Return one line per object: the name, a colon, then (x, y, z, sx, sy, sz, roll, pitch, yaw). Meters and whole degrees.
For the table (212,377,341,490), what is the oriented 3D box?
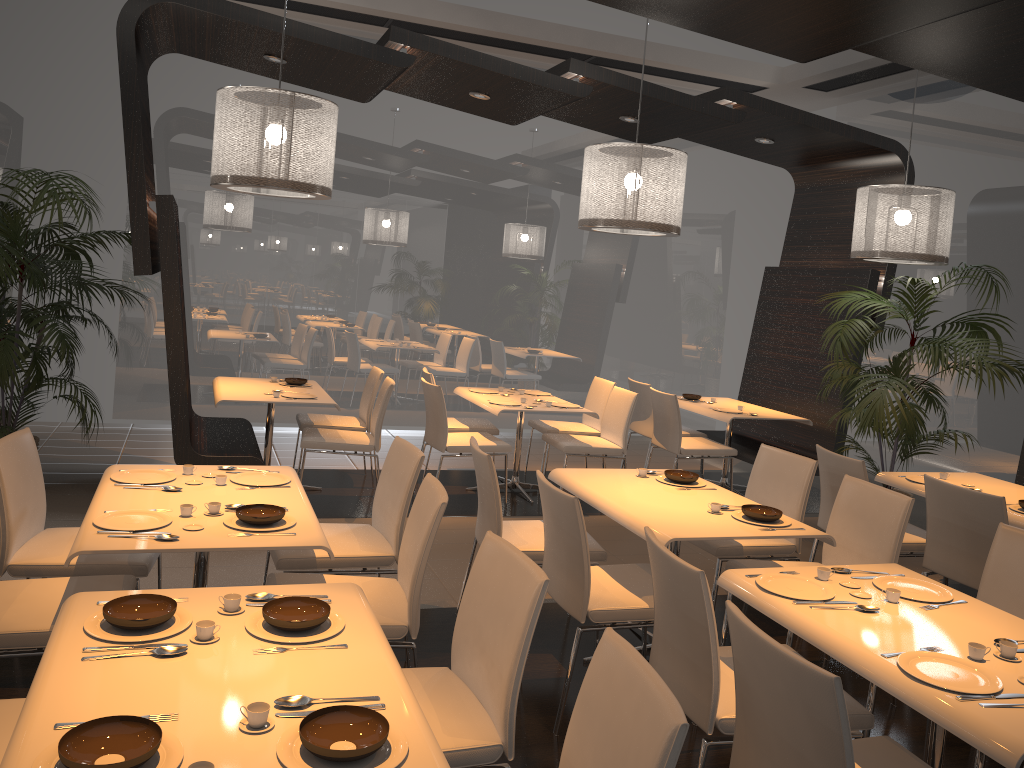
table: (-1.728, 0.396, 6.278, 0.799, 0.723, 1.155, 3, 6, -20)

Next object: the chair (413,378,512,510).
chair: (-0.367, 0.425, 6.390, 0.604, 0.871, 0.487, 3, 3, -22)

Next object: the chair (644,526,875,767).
chair: (0.706, 0.938, 2.732, 0.604, 0.871, 0.486, 4, 3, -12)

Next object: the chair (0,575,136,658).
chair: (-1.561, 0.731, 2.842, 0.604, 0.867, 0.486, 4, 3, -17)

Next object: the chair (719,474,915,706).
chair: (1.310, 0.863, 3.804, 0.604, 0.867, 0.486, 4, 3, -17)

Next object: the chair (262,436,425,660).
chair: (-0.734, 0.691, 3.798, 0.604, 0.867, 0.487, 3, 3, -22)

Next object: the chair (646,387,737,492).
chair: (1.406, 0.499, 7.054, 0.604, 0.871, 0.486, 4, 3, -17)

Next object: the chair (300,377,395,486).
chair: (-1.146, 0.390, 6.105, 0.604, 0.867, 0.486, 4, 3, -12)

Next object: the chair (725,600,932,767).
chair: (0.826, 1.019, 2.119, 0.604, 0.871, 0.486, 4, 3, -17)

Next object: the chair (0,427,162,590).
chair: (-1.692, 0.650, 3.445, 0.604, 0.867, 0.486, 4, 3, -12)

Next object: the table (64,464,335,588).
table: (-1.163, 0.789, 3.287, 0.799, 0.723, 1.155, 3, 6, -20)

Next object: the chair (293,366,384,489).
chair: (-1.318, 0.307, 6.718, 0.604, 0.871, 0.486, 4, 3, -17)

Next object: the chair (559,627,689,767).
chair: (-0.036, 0.988, 1.733, 0.604, 0.867, 0.486, 4, 3, -12)

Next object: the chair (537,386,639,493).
chair: (0.589, 0.463, 6.750, 0.604, 0.867, 0.486, 4, 3, -17)

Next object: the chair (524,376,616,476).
chair: (0.494, 0.383, 7.390, 0.604, 0.871, 0.486, 4, 3, -17)

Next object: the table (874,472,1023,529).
table: (2.597, 0.953, 4.630, 0.799, 0.723, 1.155, 3, 6, -20)

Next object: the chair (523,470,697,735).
chair: (0.387, 0.824, 3.488, 0.604, 0.871, 0.486, 4, 3, -17)

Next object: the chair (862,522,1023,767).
chair: (1.653, 0.979, 3.075, 0.604, 0.871, 0.487, 3, 3, -22)

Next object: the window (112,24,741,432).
window: (-0.466, -1.464, 8.997, 6.568, 3.968, 0.070, 3, 3, -20)

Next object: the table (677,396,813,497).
table: (1.838, 0.553, 7.543, 0.799, 0.723, 1.155, 3, 6, -20)

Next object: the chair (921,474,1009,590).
chair: (2.280, 0.905, 4.178, 0.604, 0.871, 0.487, 3, 3, -22)

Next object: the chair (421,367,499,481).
chair: (-0.443, 0.336, 7.087, 0.604, 0.867, 0.486, 4, 3, -12)

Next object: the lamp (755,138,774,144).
lamp: (2.135, -2.069, 7.472, 0.161, 0.055, 0.162, 2, 7, -25)

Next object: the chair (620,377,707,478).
chair: (1.311, 0.415, 7.694, 0.604, 0.867, 0.486, 4, 3, -17)

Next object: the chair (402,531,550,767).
chair: (-0.273, 0.895, 2.381, 0.604, 0.871, 0.487, 3, 3, -22)

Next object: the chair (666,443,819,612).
chair: (1.145, 0.772, 4.479, 0.604, 0.867, 0.487, 3, 3, -22)

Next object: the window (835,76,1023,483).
window: (4.440, -0.778, 6.658, 0.070, 3.963, 6.625, 4, 5, -20)

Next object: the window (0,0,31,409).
window: (-7.225, -1.757, 6.563, 6.568, 3.968, 0.070, 3, 3, -20)

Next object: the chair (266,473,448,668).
chair: (-0.569, 0.785, 3.124, 0.604, 0.871, 0.486, 4, 3, -12)

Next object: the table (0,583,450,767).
table: (-0.630, 0.995, 1.896, 0.799, 0.723, 1.155, 3, 6, -20)

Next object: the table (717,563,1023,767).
table: (1.224, 1.075, 2.564, 0.799, 0.723, 1.155, 3, 6, -20)

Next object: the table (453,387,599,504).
table: (0.050, 0.475, 6.906, 0.799, 0.723, 1.155, 3, 6, -20)

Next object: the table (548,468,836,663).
table: (0.834, 0.875, 4.011, 1.051, 0.723, 1.155, 3, 6, -20)

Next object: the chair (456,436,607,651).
chair: (0.080, 0.725, 4.103, 0.604, 0.867, 0.486, 4, 3, -12)

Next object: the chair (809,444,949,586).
chair: (1.961, 0.810, 4.765, 0.604, 0.871, 0.486, 4, 3, -12)

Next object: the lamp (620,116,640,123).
lamp: (0.938, -2.121, 7.040, 0.161, 0.055, 0.162, 2, 7, -25)

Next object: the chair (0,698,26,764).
chair: (-1.222, 0.854, 2.019, 0.604, 0.867, 0.486, 4, 3, -12)
